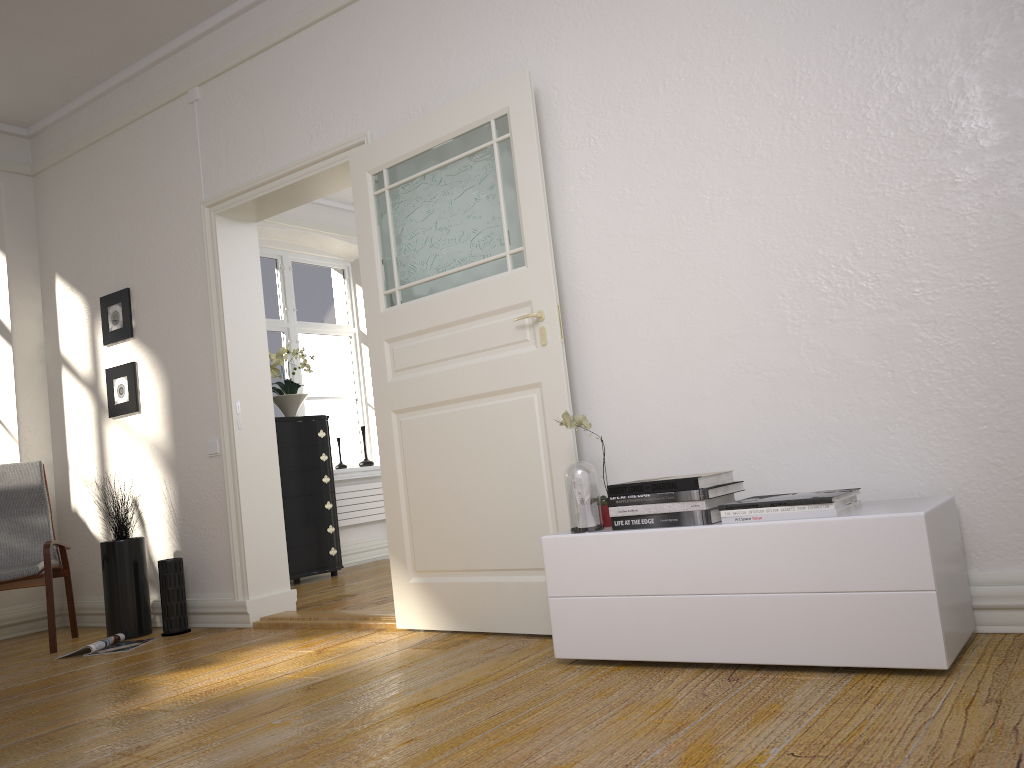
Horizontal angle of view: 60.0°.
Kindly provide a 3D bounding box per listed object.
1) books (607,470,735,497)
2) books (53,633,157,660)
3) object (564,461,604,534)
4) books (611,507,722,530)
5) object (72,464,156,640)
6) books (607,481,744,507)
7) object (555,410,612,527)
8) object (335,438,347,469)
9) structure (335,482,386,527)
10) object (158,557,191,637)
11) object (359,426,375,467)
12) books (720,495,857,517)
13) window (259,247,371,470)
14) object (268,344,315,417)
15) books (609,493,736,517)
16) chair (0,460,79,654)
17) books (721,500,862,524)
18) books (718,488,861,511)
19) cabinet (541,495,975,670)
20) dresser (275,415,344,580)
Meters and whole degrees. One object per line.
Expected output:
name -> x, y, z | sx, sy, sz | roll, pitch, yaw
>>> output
books -> 0.512, 0.321, 2.853 | 0.319, 0.038, 0.264 | -11, -6, 37
books -> -2.026, 1.298, 4.422 | 0.372, 0.048, 0.305 | -7, -5, 2
object -> 0.236, 0.371, 2.936 | 0.116, 0.234, 0.112 | -5, -5, -22
books -> 0.535, 0.421, 2.839 | 0.344, 0.044, 0.264 | -11, -6, 37
object -> -2.120, 0.901, 4.804 | 0.428, 0.923, 0.354 | -6, -5, -7
books -> 0.529, 0.354, 2.847 | 0.345, 0.031, 0.293 | -10, -6, 35
object -> 0.284, 0.286, 3.044 | 0.241, 0.411, 0.091 | -7, -5, 2
object -> -1.515, 0.614, 7.802 | 0.105, 0.280, 0.108 | -8, -5, 20
structure -> -1.403, 1.290, 7.513 | 0.093, 0.844, 1.222 | -10, -6, 35
object -> -1.787, 1.120, 4.674 | 0.144, 0.390, 0.145 | -7, -5, 9
object -> -1.353, 0.577, 8.145 | 0.145, 0.378, 0.143 | -6, -5, -12
books -> 0.823, 0.362, 2.633 | 0.331, 0.019, 0.259 | -10, -6, 33
window -> -1.942, -0.197, 7.882 | 0.076, 2.004, 1.636 | -10, -6, 35
object -> -1.749, -0.026, 6.797 | 0.414, 0.615, 0.795 | -8, -5, 12
books -> 0.516, 0.386, 2.841 | 0.322, 0.031, 0.264 | -10, -6, 33
chair -> -2.698, 0.923, 4.726 | 0.550, 1.026, 0.578 | -5, -5, -16
books -> 0.829, 0.379, 2.628 | 0.337, 0.019, 0.259 | -10, -6, 35
books -> 0.829, 0.344, 2.641 | 0.335, 0.016, 0.280 | -11, -6, 36
cabinet -> 0.733, 0.616, 2.777 | 1.179, 0.400, 0.468 | -10, -6, 34
dresser -> -1.785, 0.884, 6.503 | 0.611, 1.231, 0.940 | -10, -6, 35
